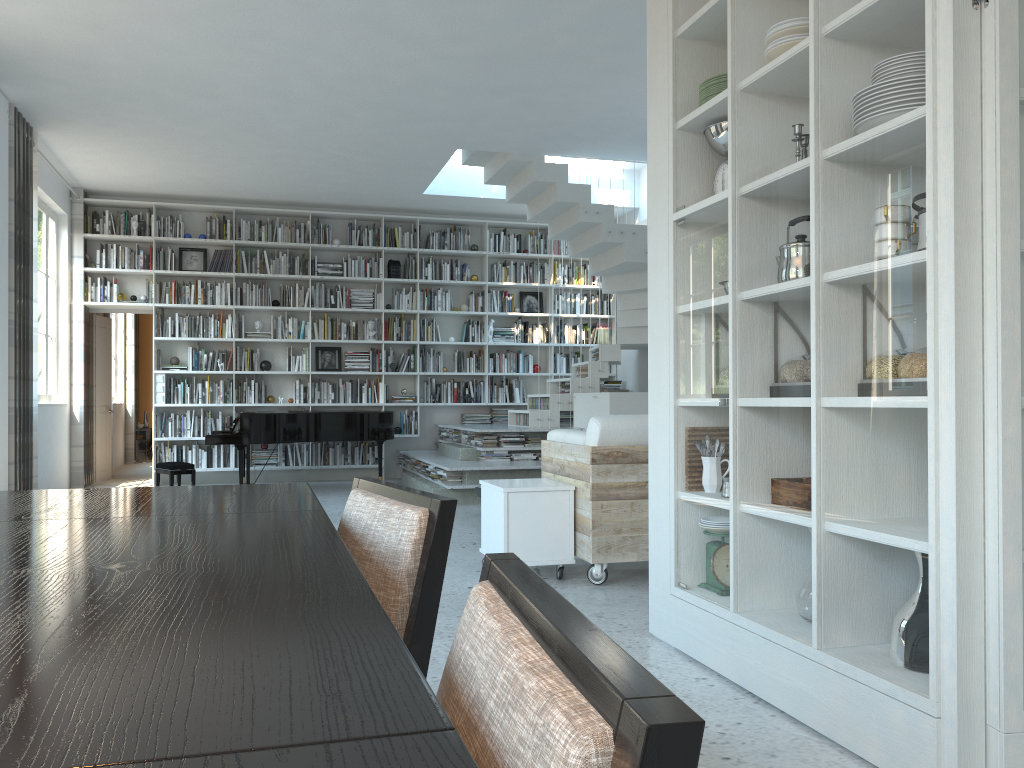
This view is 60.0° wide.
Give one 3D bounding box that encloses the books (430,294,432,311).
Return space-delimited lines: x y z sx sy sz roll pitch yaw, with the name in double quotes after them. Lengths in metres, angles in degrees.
-1.003 -0.977 10.775 0.026 0.216 0.161 0 -1 -16 "books"

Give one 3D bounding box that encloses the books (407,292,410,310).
-1.249 -0.986 10.700 0.024 0.234 0.149 0 -1 -16 "books"

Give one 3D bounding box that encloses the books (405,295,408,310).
-1.285 -0.968 10.682 0.027 0.196 0.185 0 -1 -16 "books"

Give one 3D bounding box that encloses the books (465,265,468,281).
-0.579 -1.343 10.889 0.048 0.216 0.182 0 -1 -16 "books"

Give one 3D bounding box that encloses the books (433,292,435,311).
-0.962 -0.988 10.773 0.022 0.237 0.164 0 -1 -16 "books"

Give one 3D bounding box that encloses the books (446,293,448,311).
-0.807 -0.985 10.825 0.021 0.232 0.183 0 -1 -16 "books"

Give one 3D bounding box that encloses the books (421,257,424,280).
-1.088 -1.379 10.743 0.012 0.285 0.159 0 -1 -16 "books"

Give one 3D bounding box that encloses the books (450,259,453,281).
-0.749 -1.378 10.857 0.012 0.285 0.159 0 -1 -16 "books"

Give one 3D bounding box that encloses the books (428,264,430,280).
-1.020 -1.340 10.752 0.026 0.208 0.181 0 -1 -16 "books"

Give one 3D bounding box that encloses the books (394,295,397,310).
-1.409 -0.963 10.644 0.028 0.185 0.181 0 -1 -16 "books"

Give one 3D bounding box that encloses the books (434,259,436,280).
-0.947 -1.374 10.806 0.012 0.276 0.133 0 -1 -16 "books"

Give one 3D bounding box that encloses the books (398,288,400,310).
-1.364 -1.008 10.674 0.019 0.275 0.146 0 -1 -16 "books"

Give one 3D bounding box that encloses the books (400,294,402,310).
-1.353 -0.973 10.676 0.023 0.207 0.171 0 -1 -16 "books"

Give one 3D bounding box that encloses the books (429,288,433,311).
-0.978 -1.010 10.762 0.014 0.280 0.177 0 -1 -16 "books"

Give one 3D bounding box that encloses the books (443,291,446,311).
-0.832 -1.000 10.832 0.024 0.262 0.133 0 -1 -16 "books"

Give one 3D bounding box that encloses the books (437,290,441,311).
-0.900 -1.001 10.781 0.030 0.263 0.182 0 -1 -16 "books"

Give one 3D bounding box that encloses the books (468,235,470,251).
-0.546 -1.706 10.898 0.014 0.209 0.188 0 -1 -16 "books"

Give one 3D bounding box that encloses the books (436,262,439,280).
-0.921 -1.357 10.788 0.027 0.241 0.160 0 -1 -16 "books"

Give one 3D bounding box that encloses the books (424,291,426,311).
-1.065 -0.994 10.747 0.014 0.248 0.176 0 -1 -16 "books"

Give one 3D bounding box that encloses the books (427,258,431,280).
-1.007 -1.378 10.773 0.011 0.283 0.173 0 -1 -16 "books"

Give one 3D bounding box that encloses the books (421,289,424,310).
-1.083 -1.009 10.759 0.014 0.278 0.154 0 -1 -16 "books"

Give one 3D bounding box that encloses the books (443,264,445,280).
-0.849 -1.344 10.827 0.025 0.216 0.144 0 -1 -16 "books"

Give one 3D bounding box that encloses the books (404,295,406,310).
-1.303 -0.967 10.674 0.024 0.195 0.173 0 -1 -16 "books"

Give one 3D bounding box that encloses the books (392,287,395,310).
-1.427 -1.013 10.661 0.018 0.285 0.159 0 -1 -16 "books"

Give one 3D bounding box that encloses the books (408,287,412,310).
-1.233 -1.016 10.707 0.028 0.293 0.154 0 -1 -16 "books"

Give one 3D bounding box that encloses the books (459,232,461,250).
-0.655 -1.728 10.878 0.024 0.252 0.149 0 -1 -16 "books"

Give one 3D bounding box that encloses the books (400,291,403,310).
-1.337 -0.988 10.675 0.023 0.236 0.178 0 -1 -16 "books"

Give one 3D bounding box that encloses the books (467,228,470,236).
-0.536 -1.755 10.902 0.006 0.306 0.163 0 -1 -16 "books"

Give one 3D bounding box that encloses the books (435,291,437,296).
-0.926 -0.997 10.799 0.011 0.257 0.131 0 -1 -16 "books"

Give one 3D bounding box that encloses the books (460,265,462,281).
-0.642 -1.341 10.874 0.030 0.213 0.156 0 -1 -16 "books"

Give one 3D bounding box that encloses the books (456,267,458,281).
-0.697 -1.326 10.857 0.027 0.181 0.176 0 -1 -16 "books"

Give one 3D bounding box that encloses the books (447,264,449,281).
-0.798 -1.340 10.813 0.021 0.209 0.181 0 -1 -16 "books"

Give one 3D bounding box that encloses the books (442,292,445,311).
-0.850 -0.991 10.806 0.025 0.245 0.183 0 -1 -16 "books"

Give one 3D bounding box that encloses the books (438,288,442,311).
-0.879 -1.016 10.814 0.027 0.295 0.159 0 -1 -16 "books"

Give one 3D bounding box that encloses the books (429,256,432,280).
-0.993 -1.389 10.771 0.014 0.307 0.152 0 -1 -16 "books"

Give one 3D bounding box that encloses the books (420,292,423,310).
-1.105 -0.990 10.757 0.030 0.242 0.138 0 -1 -16 "books"

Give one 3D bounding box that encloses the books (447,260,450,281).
-0.775 -1.368 10.836 0.012 0.264 0.156 0 -1 -16 "books"

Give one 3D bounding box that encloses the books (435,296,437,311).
-0.942 -0.966 10.788 0.025 0.194 0.171 0 -1 -16 "books"

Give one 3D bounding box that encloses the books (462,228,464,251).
-0.616 -1.752 10.892 0.019 0.299 0.137 0 -1 -16 "books"

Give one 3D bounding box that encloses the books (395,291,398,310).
-1.396 -0.991 10.669 0.024 0.242 0.159 0 -1 -16 "books"

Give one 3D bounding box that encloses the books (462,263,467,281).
-0.599 -1.353 10.875 0.054 0.235 0.171 0 -1 -16 "books"

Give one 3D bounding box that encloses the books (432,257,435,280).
-0.961 -1.384 10.795 0.021 0.296 0.138 0 -1 -16 "books"

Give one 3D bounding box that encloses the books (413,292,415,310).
-1.197 -0.984 10.698 0.028 0.230 0.176 0 -1 -16 "books"

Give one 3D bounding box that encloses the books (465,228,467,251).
-0.584 -1.751 10.890 0.013 0.297 0.188 0 -1 -16 "books"

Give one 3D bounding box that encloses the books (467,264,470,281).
-0.548 -1.349 10.917 0.026 0.229 0.140 0 -1 -16 "books"

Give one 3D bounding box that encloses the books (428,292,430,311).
-1.021 -0.987 10.768 0.013 0.236 0.157 0 -1 -16 "books"

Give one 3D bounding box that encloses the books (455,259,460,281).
-0.667 -1.378 10.852 0.029 0.285 0.183 0 -1 -16 "books"

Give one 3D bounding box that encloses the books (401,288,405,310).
-1.315 -1.008 10.659 0.028 0.275 0.187 0 -1 -16 "books"

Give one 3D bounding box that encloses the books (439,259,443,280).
-0.867 -1.378 10.823 0.013 0.284 0.154 0 -1 -16 "books"

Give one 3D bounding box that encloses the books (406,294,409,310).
-1.265 -0.975 10.688 0.029 0.211 0.157 0 -1 -16 "books"

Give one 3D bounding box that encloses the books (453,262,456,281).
-0.724 -1.354 10.845 0.030 0.238 0.185 0 -1 -16 "books"

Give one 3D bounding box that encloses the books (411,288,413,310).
-1.217 -1.008 10.709 0.025 0.277 0.173 0 -1 -16 "books"

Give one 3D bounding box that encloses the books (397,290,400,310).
-1.378 -0.995 10.669 0.028 0.250 0.164 0 -1 -16 "books"

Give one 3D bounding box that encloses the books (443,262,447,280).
-0.823 -1.354 10.822 0.023 0.237 0.149 0 -1 -16 "books"

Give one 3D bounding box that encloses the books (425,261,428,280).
-1.050 -1.358 10.762 0.026 0.243 0.148 0 -1 -16 "books"

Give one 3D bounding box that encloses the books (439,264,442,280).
-0.888 -1.347 10.821 0.028 0.223 0.142 0 -1 -16 "books"

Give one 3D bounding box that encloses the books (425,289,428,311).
-1.039 -1.011 10.784 0.014 0.284 0.135 0 -1 -16 "books"

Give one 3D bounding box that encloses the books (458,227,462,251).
-0.638 -1.756 10.874 0.008 0.307 0.182 0 -1 -16 "books"
